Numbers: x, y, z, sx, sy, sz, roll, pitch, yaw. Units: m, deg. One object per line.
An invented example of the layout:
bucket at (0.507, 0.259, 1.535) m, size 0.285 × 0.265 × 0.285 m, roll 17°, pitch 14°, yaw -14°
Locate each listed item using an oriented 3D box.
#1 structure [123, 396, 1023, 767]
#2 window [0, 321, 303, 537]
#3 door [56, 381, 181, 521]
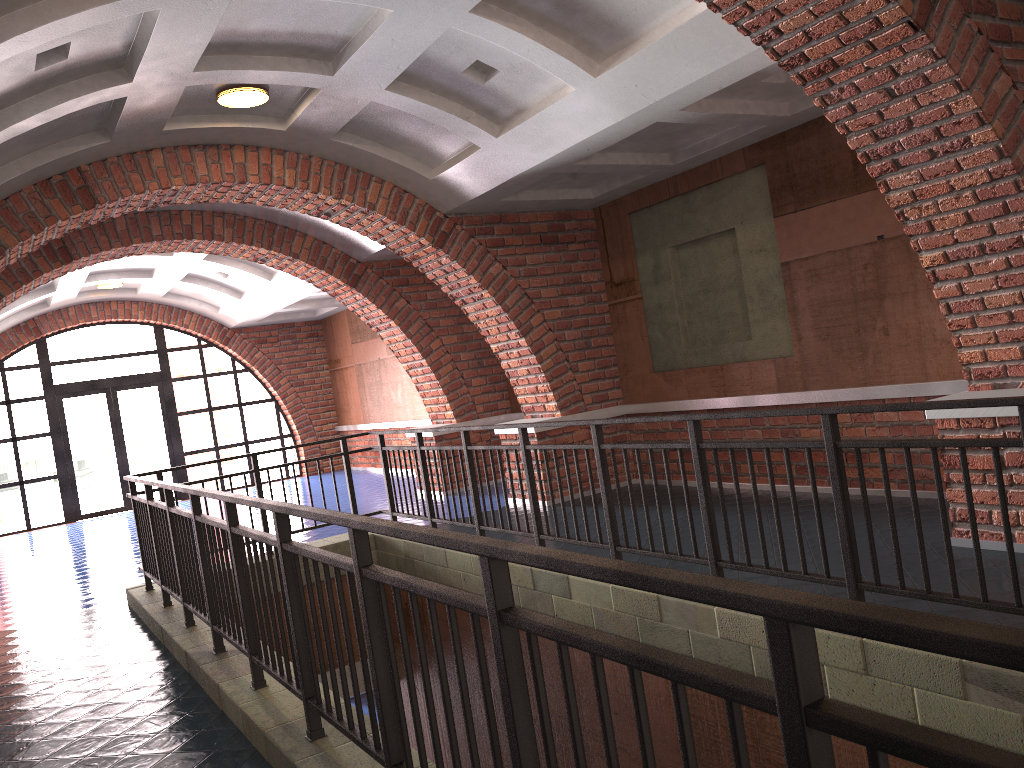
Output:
structure at (0.833, 3.057, 3.405) m, size 2.464 × 5.665 × 11.176 m, roll -9°, pitch 1°, yaw -31°
window at (-7.042, 0.589, 15.865) m, size 6.354 × 3.471 × 0.100 m, roll -10°, pitch 1°, yaw -31°
door at (-7.002, 1.158, 15.851) m, size 1.754 × 2.236 × 0.040 m, roll -9°, pitch 1°, yaw -31°
